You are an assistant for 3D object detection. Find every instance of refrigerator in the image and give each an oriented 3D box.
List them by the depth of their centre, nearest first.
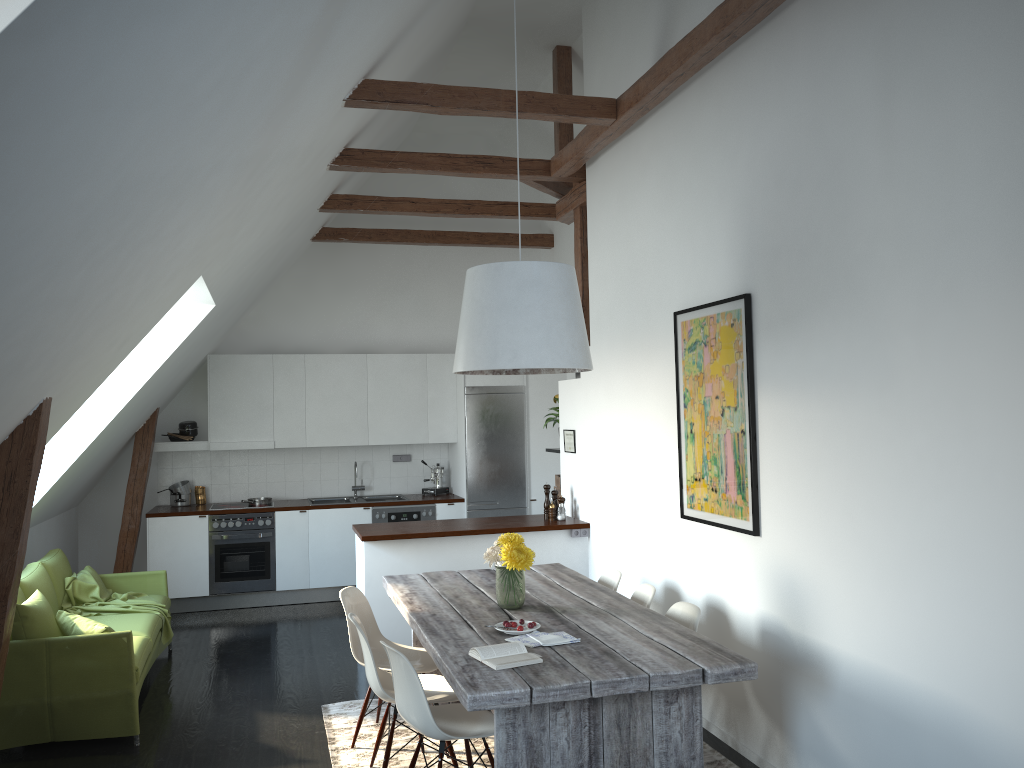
[{"bbox_3d":[-0.150,0.954,8.786,0.609,1.868,0.031,-1,-2,-15],"label":"refrigerator"}]

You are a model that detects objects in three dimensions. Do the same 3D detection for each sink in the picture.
[{"bbox_3d":[-1.533,1.041,8.825,0.963,0.519,0.671,-1,-2,-15],"label":"sink"}]

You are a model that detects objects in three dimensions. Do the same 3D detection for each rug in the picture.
[{"bbox_3d":[0.110,1.879,4.327,1.898,0.022,2.677,-1,-2,-15],"label":"rug"}]

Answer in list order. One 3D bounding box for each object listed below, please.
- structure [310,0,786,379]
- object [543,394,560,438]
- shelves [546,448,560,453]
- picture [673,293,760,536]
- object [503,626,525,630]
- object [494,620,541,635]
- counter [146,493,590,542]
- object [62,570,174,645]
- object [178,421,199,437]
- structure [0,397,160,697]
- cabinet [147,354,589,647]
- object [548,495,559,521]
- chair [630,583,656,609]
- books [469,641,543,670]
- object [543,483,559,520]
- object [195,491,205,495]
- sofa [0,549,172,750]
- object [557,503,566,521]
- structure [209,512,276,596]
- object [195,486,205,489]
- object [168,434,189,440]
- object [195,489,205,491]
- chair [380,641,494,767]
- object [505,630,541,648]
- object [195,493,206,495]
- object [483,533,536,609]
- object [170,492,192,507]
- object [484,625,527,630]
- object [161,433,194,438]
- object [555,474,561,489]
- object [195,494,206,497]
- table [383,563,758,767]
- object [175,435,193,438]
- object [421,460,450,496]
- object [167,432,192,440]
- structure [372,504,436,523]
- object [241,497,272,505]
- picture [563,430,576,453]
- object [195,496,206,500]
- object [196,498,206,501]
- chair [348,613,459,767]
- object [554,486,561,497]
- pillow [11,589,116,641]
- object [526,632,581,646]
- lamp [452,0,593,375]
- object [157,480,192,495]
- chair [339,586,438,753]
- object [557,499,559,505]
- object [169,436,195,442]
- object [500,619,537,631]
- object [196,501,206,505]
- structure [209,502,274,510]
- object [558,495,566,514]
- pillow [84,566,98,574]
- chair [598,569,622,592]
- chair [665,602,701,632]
[{"bbox_3d":[3.155,-2.016,1.995,10.230,3.562,15.910,-1,-2,-10],"label":"structure"},{"bbox_3d":[0.505,0.304,7.571,0.493,0.486,0.506,-1,-2,4],"label":"object"},{"bbox_3d":[0.666,0.818,7.500,0.660,0.553,0.408,-1,-2,-15],"label":"shelves"},{"bbox_3d":[1.065,0.162,4.700,0.036,1.181,0.808,-1,-2,-15],"label":"picture"},{"bbox_3d":[0.008,1.077,3.916,0.110,0.011,0.058,-1,-2,-12],"label":"object"},{"bbox_3d":[0.024,1.081,3.922,0.205,0.024,0.205,0,-2,-23],"label":"object"},{"bbox_3d":[-1.450,1.130,7.620,3.365,0.038,3.085,-1,-2,-15],"label":"counter"},{"bbox_3d":[-2.799,1.582,6.326,0.722,0.493,0.711,-1,-2,-20],"label":"object"},{"bbox_3d":[-3.139,0.440,8.595,0.200,0.166,0.190,-3,-2,37],"label":"object"},{"bbox_3d":[-2.119,0.901,2.177,1.023,1.963,12.350,-1,-2,-15],"label":"structure"},{"bbox_3d":[-1.047,0.846,7.767,4.208,2.369,3.033,-1,-2,-15],"label":"cabinet"},{"bbox_3d":[0.317,0.951,6.814,0.080,0.192,0.058,0,-2,-31],"label":"object"},{"bbox_3d":[0.502,1.491,4.734,0.542,0.801,0.465,-1,-2,-9],"label":"chair"},{"bbox_3d":[-0.028,1.060,3.488,0.202,0.042,0.251,0,-2,-27],"label":"books"},{"bbox_3d":[0.305,0.908,6.899,0.123,0.283,0.061,-1,-2,-15],"label":"object"},{"bbox_3d":[-3.050,1.060,8.668,0.100,0.036,0.100,-3,-2,41],"label":"object"},{"bbox_3d":[-2.748,1.582,5.682,0.898,0.825,2.093,-1,-2,-16],"label":"sofa"},{"bbox_3d":[0.377,0.977,6.785,0.069,0.135,0.069,0,-2,-40],"label":"object"},{"bbox_3d":[-2.561,1.571,8.462,0.583,0.725,0.749,-1,-2,-15],"label":"structure"},{"bbox_3d":[-3.049,1.023,8.668,0.100,0.047,0.099,-1,-2,-20],"label":"object"},{"bbox_3d":[-3.188,0.505,8.459,0.332,0.065,0.065,-3,-2,42],"label":"object"},{"bbox_3d":[-3.050,1.043,8.668,0.100,0.036,0.100,-2,-2,13],"label":"object"},{"bbox_3d":[-0.283,1.478,3.792,0.542,0.801,0.465,0,-2,-29],"label":"chair"},{"bbox_3d":[0.091,1.078,3.753,0.182,0.014,0.185,0,-2,-41],"label":"object"},{"bbox_3d":[-3.049,1.078,8.671,0.099,0.057,0.101,-1,-2,-4],"label":"object"},{"bbox_3d":[-0.005,0.924,4.402,0.233,0.365,0.293,1,-3,-44],"label":"object"},{"bbox_3d":[-3.164,1.099,8.531,0.200,0.154,0.348,0,-2,-36],"label":"object"},{"bbox_3d":[-0.027,1.071,3.902,0.194,0.022,0.019,-1,-2,0],"label":"object"},{"bbox_3d":[-3.243,0.511,8.538,0.357,0.075,0.244,1,-3,-44],"label":"object"},{"bbox_3d":[0.548,0.819,7.513,0.329,0.101,0.287,-1,-2,-5],"label":"object"},{"bbox_3d":[-3.047,1.100,8.672,0.099,0.043,0.100,0,-2,-28],"label":"object"},{"bbox_3d":[0.085,1.495,4.354,1.141,0.788,2.421,-1,-2,-15],"label":"table"},{"bbox_3d":[-3.164,0.503,8.522,0.335,0.031,0.065,-2,-2,32],"label":"object"},{"bbox_3d":[-0.821,0.962,9.168,0.206,0.370,0.353,-2,-2,31],"label":"object"},{"bbox_3d":[-3.179,0.499,8.472,0.331,0.077,0.061,-2,-2,33],"label":"object"},{"bbox_3d":[-1.097,1.544,8.775,0.612,0.725,0.582,-1,-2,-15],"label":"structure"},{"bbox_3d":[-2.492,1.130,8.568,0.351,0.061,0.232,0,-2,-42],"label":"object"},{"bbox_3d":[0.455,0.451,6.982,0.023,0.182,0.250,-1,-2,-15],"label":"picture"},{"bbox_3d":[-3.044,1.121,8.670,0.099,0.051,0.099,0,-2,-29],"label":"object"},{"bbox_3d":[-3.042,1.138,8.669,0.100,0.048,0.099,-1,-2,3],"label":"object"},{"bbox_3d":[-0.507,1.499,4.269,0.542,0.801,0.465,-1,-2,-14],"label":"chair"},{"bbox_3d":[0.551,0.920,7.499,0.287,0.101,0.329,-1,-2,-20],"label":"object"},{"bbox_3d":[-2.452,1.358,4.974,0.600,0.387,0.475,-1,-2,-18],"label":"pillow"},{"bbox_3d":[0.176,1.075,3.759,0.182,0.016,0.179,-1,-2,-21],"label":"object"},{"bbox_3d":[0.040,-1.464,4.473,0.697,2.813,0.757,-3,-2,34],"label":"lamp"},{"bbox_3d":[-3.267,1.023,8.537,0.371,0.169,0.203,0,-3,-43],"label":"object"},{"bbox_3d":[-0.656,1.520,4.827,0.542,0.801,0.465,-2,-2,11],"label":"chair"},{"bbox_3d":[0.553,1.019,7.496,0.329,0.101,0.287,-1,-2,-5],"label":"object"},{"bbox_3d":[-3.163,0.524,8.520,0.243,0.056,0.350,0,-2,-26],"label":"object"},{"bbox_3d":[0.034,1.069,3.935,0.132,0.034,0.144,0,-3,-44],"label":"object"},{"bbox_3d":[-3.040,1.160,8.670,0.100,0.036,0.100,-1,-2,-19],"label":"object"},{"bbox_3d":[-2.570,1.179,8.459,0.574,0.041,0.504,-1,-2,-15],"label":"structure"},{"bbox_3d":[0.385,0.955,6.861,0.058,0.184,0.058,-1,-2,-19],"label":"object"},{"bbox_3d":[-3.042,1.477,6.391,0.210,0.275,0.462,-1,-2,-17],"label":"pillow"},{"bbox_3d":[0.378,1.508,5.191,0.542,0.801,0.465,-1,-2,-14],"label":"chair"},{"bbox_3d":[0.632,1.472,4.215,0.542,0.801,0.465,-1,-2,-19],"label":"chair"}]
